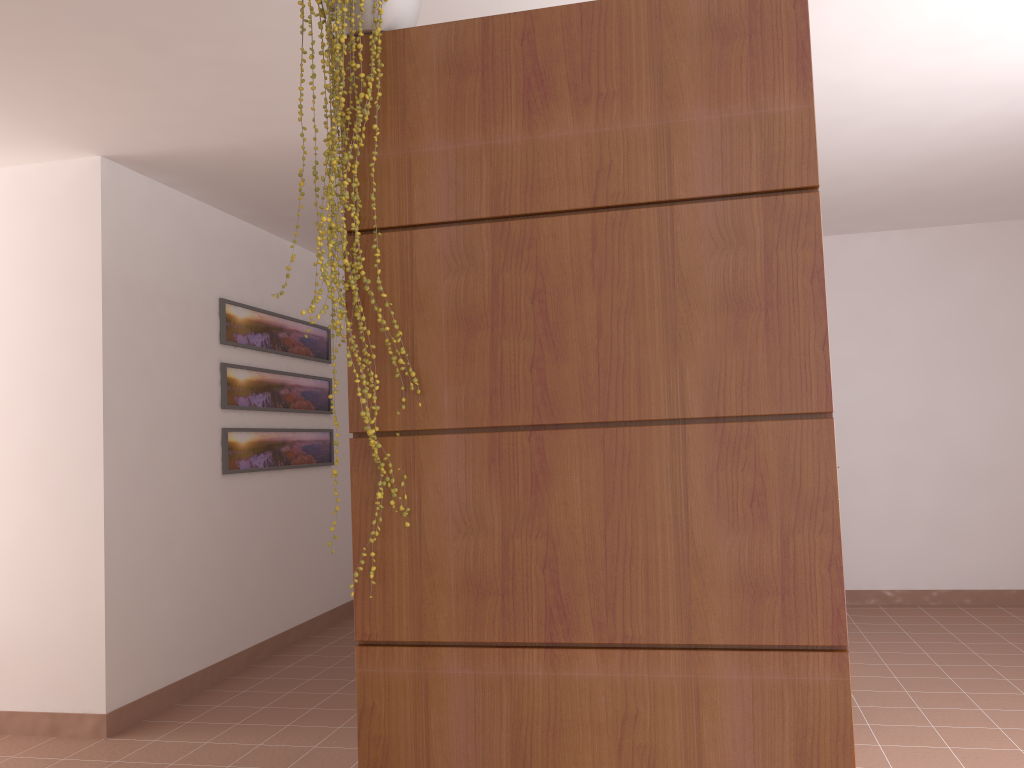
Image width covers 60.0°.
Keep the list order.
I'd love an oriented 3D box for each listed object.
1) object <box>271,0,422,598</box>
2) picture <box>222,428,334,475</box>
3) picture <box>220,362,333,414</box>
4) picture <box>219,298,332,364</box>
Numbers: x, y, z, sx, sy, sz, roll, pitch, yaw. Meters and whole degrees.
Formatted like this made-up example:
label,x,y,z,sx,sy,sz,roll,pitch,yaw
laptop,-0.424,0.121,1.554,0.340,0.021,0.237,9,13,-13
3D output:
label,x,y,z,sx,sy,sz,roll,pitch,yaw
object,-0.304,-0.260,1.783,0.297,1.344,0.279,0,-4,-28
picture,-1.385,0.396,5.411,0.015,0.248,1.408,-3,-4,12
picture,-1.399,0.047,5.434,0.015,0.248,1.408,-3,-4,12
picture,-1.413,-0.302,5.457,0.015,0.248,1.408,-3,-4,12
